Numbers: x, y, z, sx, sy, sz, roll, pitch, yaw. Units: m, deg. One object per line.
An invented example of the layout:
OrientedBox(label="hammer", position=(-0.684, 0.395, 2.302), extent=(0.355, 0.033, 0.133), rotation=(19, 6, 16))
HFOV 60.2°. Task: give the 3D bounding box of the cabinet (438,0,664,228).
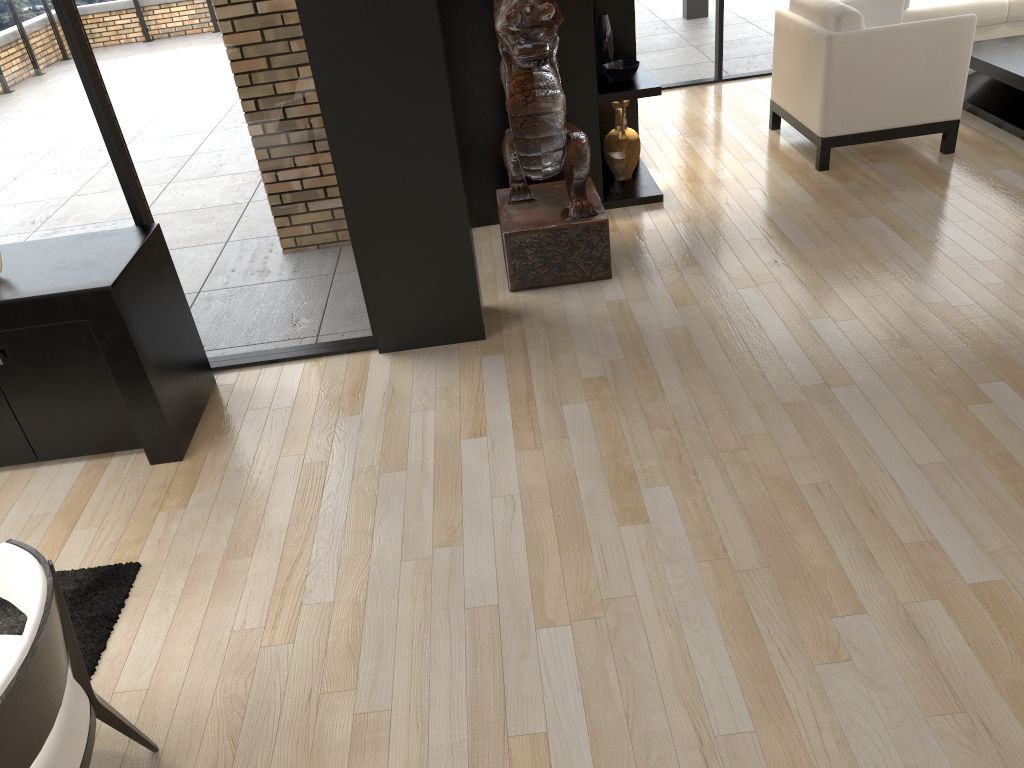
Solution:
OrientedBox(label="cabinet", position=(0.087, -2.822, 5.440), extent=(1.186, 2.860, 2.547), rotation=(-7, 33, 1))

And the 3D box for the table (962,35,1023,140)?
OrientedBox(label="table", position=(3.974, -1.944, 5.501), extent=(2.032, 0.367, 1.210), rotation=(-8, 32, 1))

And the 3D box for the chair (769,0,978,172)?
OrientedBox(label="chair", position=(2.160, -1.933, 5.403), extent=(0.855, 0.893, 0.958), rotation=(-8, 32, 1))

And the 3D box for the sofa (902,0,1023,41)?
OrientedBox(label="sofa", position=(3.883, -2.883, 6.535), extent=(2.695, 0.893, 0.818), rotation=(-8, 33, 1))

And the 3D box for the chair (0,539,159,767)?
OrientedBox(label="chair", position=(-1.217, 0.845, 1.886), extent=(0.684, 0.704, 0.770), rotation=(-8, 32, 1))

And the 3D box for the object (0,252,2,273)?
OrientedBox(label="object", position=(-1.955, -0.595, 3.123), extent=(0.257, 0.479, 0.101), rotation=(-7, 33, 1))

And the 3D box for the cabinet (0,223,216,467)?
OrientedBox(label="cabinet", position=(-2.854, 0.028, 3.516), extent=(3.039, 0.773, 0.594), rotation=(-8, 33, 1))

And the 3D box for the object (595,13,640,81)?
OrientedBox(label="object", position=(0.597, -1.906, 4.995), extent=(0.213, 0.326, 0.357), rotation=(-8, 32, -1))

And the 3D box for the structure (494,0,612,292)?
OrientedBox(label="structure", position=(0.127, -1.350, 4.202), extent=(0.517, 1.662, 0.700), rotation=(-7, 33, 1))

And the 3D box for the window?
OrientedBox(label="window", position=(0.361, -1.754, 1.598), extent=(15.821, 5.002, 9.734), rotation=(-15, 33, -10))

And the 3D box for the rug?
OrientedBox(label="rug", position=(-2.691, 1.407, 1.982), extent=(3.034, 0.012, 2.374), rotation=(-7, 32, 2))

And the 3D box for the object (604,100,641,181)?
OrientedBox(label="object", position=(0.657, -1.478, 5.292), extent=(0.222, 0.516, 0.214), rotation=(8, 37, 23))
